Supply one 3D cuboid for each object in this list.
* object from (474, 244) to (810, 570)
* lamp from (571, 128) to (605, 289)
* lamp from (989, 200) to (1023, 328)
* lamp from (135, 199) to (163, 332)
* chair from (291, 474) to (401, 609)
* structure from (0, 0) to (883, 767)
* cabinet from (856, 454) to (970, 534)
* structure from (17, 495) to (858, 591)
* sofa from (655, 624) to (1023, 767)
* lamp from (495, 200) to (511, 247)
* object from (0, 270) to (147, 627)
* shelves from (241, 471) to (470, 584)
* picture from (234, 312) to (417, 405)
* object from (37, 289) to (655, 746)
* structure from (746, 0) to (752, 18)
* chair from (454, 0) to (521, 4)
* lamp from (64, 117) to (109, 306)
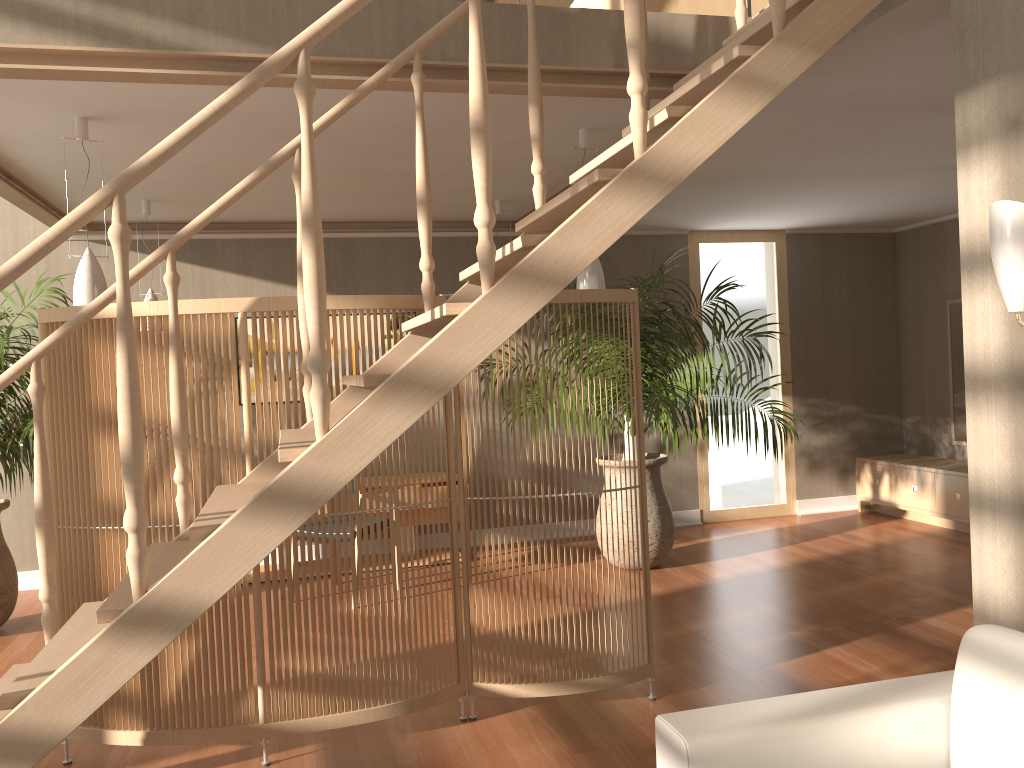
[{"bbox_3d":[0.785,0.276,5.932,2.157,2.304,2.109,-3,1,-25],"label":"object"},{"bbox_3d":[0.362,-0.821,4.254,0.139,0.800,0.139,-2,1,21],"label":"lamp"},{"bbox_3d":[1.271,-0.277,2.205,0.153,0.353,0.112,-3,1,-14],"label":"lamp"},{"bbox_3d":[-2.213,-0.723,5.413,0.139,0.800,0.139,-4,1,-40],"label":"lamp"},{"bbox_3d":[-1.039,0.874,5.461,0.582,0.856,0.509,-2,1,26],"label":"chair"},{"bbox_3d":[-0.388,-0.464,2.602,3.150,3.578,1.000,-3,1,-14],"label":"structure"},{"bbox_3d":[3.392,0.845,6.658,0.500,0.458,1.911,-3,1,-14],"label":"cabinet"},{"bbox_3d":[1.822,-0.052,3.040,10.775,2.533,8.342,-3,1,-14],"label":"structure"},{"bbox_3d":[0.973,0.920,1.230,0.905,0.740,1.781,-3,1,-14],"label":"sofa"},{"bbox_3d":[-0.071,-0.833,5.957,0.139,0.800,0.139,-4,1,-40],"label":"lamp"},{"bbox_3d":[-3.133,0.476,4.957,2.109,2.304,2.157,-3,1,-21],"label":"object"},{"bbox_3d":[-1.137,0.989,6.144,1.600,0.590,0.658,-3,1,-14],"label":"shelves"},{"bbox_3d":[-1.342,-0.195,6.530,1.317,0.633,0.010,-3,1,-14],"label":"picture"},{"bbox_3d":[-0.547,0.451,3.264,2.229,1.542,0.233,-3,1,-9],"label":"object"},{"bbox_3d":[-1.093,-1.836,4.794,3.300,0.900,3.475,-3,1,-14],"label":"structure"},{"bbox_3d":[-0.238,-1.814,4.195,0.430,0.796,0.496,-3,1,-19],"label":"chair"},{"bbox_3d":[-1.779,-0.711,3.709,0.139,0.800,0.139,-3,1,0],"label":"lamp"}]
